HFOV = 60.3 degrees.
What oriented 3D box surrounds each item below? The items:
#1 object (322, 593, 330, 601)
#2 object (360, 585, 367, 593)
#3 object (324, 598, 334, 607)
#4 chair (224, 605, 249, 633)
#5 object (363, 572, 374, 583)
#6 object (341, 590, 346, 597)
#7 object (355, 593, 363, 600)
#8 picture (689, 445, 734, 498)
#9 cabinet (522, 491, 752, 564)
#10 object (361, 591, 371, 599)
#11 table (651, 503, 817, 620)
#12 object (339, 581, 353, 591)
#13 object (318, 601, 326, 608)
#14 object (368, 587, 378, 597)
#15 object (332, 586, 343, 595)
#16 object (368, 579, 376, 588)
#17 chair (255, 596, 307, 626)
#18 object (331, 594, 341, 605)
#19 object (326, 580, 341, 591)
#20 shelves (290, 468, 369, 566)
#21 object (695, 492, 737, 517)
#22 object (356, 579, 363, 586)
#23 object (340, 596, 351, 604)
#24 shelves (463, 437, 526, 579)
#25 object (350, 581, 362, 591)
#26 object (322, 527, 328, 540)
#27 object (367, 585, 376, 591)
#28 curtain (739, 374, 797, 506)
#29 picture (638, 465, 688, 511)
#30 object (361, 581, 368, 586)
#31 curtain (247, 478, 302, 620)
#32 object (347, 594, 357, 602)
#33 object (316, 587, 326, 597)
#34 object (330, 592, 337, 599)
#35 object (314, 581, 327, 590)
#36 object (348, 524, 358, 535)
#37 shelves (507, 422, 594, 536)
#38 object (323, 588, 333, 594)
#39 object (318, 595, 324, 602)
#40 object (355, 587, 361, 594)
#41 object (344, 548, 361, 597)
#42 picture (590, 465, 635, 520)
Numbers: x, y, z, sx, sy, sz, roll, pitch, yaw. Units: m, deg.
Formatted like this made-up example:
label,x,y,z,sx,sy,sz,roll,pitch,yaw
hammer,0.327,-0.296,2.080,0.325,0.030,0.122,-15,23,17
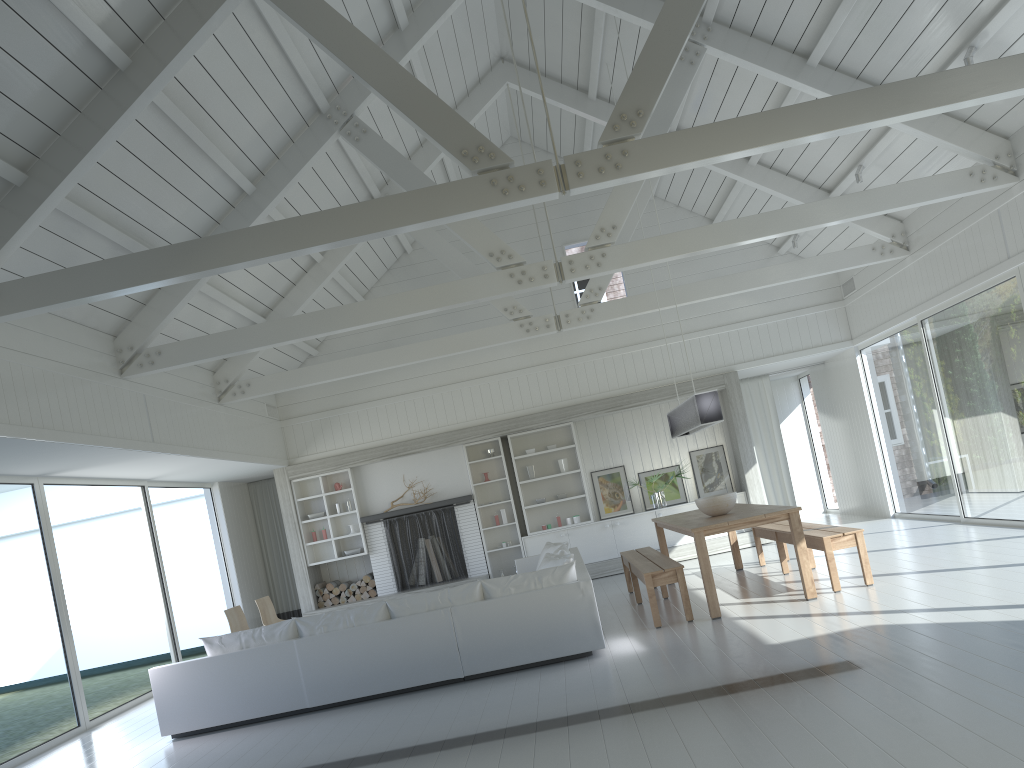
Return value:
label,x,y,z,sx,sy,sz,roll,pitch,yaw
object,-2.634,3.064,12.763,0.109,0.109,0.497,-12,-7,0
object,-2.102,2.950,12.740,0.109,0.109,0.497,-12,-7,0
object,-2.599,3.150,12.777,0.134,0.146,0.551,-12,-7,1
chair,-2.658,2.673,9.161,0.555,0.778,0.597,-12,-4,2
object,-2.055,2.797,12.740,0.110,0.110,0.497,-12,-7,0
object,-2.394,3.015,12.740,0.080,0.079,0.481,-12,-7,0
object,-2.167,3.062,12.749,0.108,0.106,0.518,-12,-7,0
picture,2.834,1.255,12.530,0.495,0.702,0.065,-12,-1,2
cabinet,1.759,2.125,12.584,3.184,0.549,0.656,-12,-5,2
object,-2.068,3.037,12.753,0.134,0.146,0.551,-12,-7,1
table,2.050,1.645,8.623,0.906,0.759,2.965,-12,-7,1
object,-2.399,2.922,12.754,0.109,0.109,0.497,-12,-7,0
object,-2.699,3.176,12.773,0.108,0.106,0.518,-12,-7,0
object,-1.971,2.998,12.733,0.110,0.110,0.497,-12,-7,0
object,-2.493,2.978,12.758,0.109,0.109,0.497,-12,-7,0
object,-1.977,2.862,12.735,0.109,0.109,0.497,-12,-7,0
chair,-2.565,2.759,9.939,0.555,0.778,0.597,-12,-4,2
object,-2.502,3.112,12.757,0.110,0.110,0.497,-12,-7,0
object,-2.578,2.916,12.764,0.110,0.110,0.497,-12,-7,0
shelves,-2.569,1.911,12.689,0.866,1.236,0.550,-12,-2,2
object,1.914,1.132,8.212,0.388,0.184,0.393,-11,-6,-7
object,-2.174,2.859,12.731,0.086,0.091,0.482,-12,-7,0
object,-2.391,3.090,12.759,0.105,0.114,0.520,-12,-7,0
shelves,-0.215,1.813,12.707,0.541,1.994,0.606,-12,-2,2
object,-2.244,2.916,12.747,0.109,0.109,0.497,-12,-7,0
object,-2.677,2.124,12.583,0.054,0.195,0.054,-12,-2,3
object,-2.014,2.921,12.729,0.080,0.079,0.481,-12,-7,0
curtain,3.703,1.091,13.527,1.007,2.363,0.116,-12,-1,3
picture,2.148,1.480,12.570,0.609,0.552,0.054,-12,-1,2
object,-2.110,2.857,12.728,0.080,0.079,0.481,-12,-7,0
curtain,-3.591,2.633,13.712,0.630,2.363,0.117,-12,-1,2
object,-2.259,3.096,12.761,0.134,0.146,0.551,-12,-7,1
object,-2.733,2.999,12.769,0.109,0.109,0.497,-12,-7,0
object,-2.545,3.035,12.753,0.080,0.079,0.481,-12,-7,0
object,-2.769,2.913,12.759,0.080,0.079,0.481,-12,-7,0
object,-2.275,2.071,12.562,0.136,0.130,0.138,-11,-5,-11
shelves,0.553,1.366,12.677,0.940,1.439,0.607,-12,-2,2
object,-2.641,2.971,12.752,0.080,0.079,0.481,-12,-7,0
object,-2.717,3.084,12.754,0.080,0.079,0.481,-12,-7,0
object,-2.186,2.971,12.730,0.080,0.079,0.481,-12,-7,0
object,-2.296,2.715,12.717,0.339,0.641,0.618,-11,-4,-13
picture,1.434,1.554,12.593,0.495,0.702,0.065,-12,-1,2
